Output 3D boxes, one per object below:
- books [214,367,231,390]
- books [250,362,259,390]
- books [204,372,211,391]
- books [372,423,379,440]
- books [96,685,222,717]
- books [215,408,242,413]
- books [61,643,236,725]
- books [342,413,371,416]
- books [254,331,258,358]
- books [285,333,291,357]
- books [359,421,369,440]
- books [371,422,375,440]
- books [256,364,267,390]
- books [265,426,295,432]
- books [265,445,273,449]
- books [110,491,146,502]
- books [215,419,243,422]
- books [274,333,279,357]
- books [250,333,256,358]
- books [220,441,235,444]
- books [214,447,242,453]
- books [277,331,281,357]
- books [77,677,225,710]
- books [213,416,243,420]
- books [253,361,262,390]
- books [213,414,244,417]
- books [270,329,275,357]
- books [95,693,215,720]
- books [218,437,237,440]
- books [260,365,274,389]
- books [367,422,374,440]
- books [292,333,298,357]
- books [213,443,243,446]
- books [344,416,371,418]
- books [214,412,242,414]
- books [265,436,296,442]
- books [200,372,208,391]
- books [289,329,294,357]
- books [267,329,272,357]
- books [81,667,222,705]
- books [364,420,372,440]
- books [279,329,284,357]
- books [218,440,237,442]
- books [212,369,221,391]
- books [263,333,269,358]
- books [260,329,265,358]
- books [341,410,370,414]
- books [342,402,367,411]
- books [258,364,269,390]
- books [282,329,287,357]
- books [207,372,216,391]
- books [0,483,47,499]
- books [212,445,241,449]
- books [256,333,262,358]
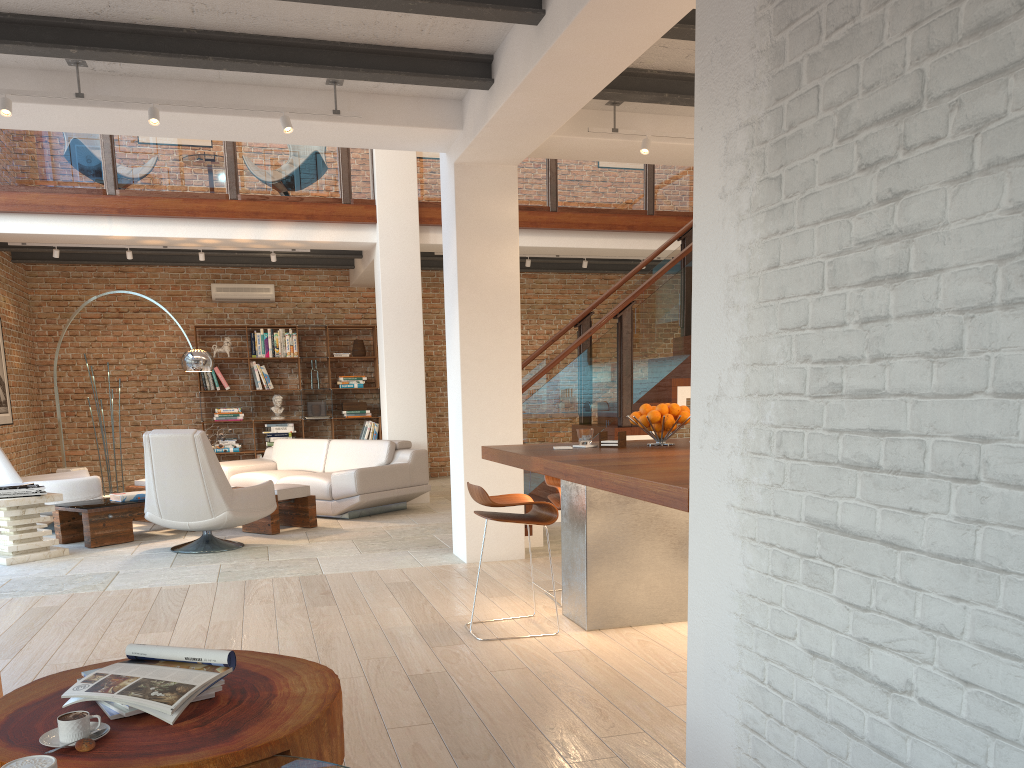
[{"bbox_3d":[-3.924,-0.072,11.799,0.194,0.325,0.250,-3,6,-16],"label":"books"},{"bbox_3d":[-3.515,-0.110,11.904,0.101,0.391,0.239,-4,7,-16],"label":"books"},{"bbox_3d":[-4.113,-0.102,11.729,0.091,0.392,0.239,-4,7,-16],"label":"books"},{"bbox_3d":[-1.965,0.725,12.463,0.116,0.340,0.250,-4,6,-16],"label":"books"},{"bbox_3d":[-0.956,0.796,2.286,0.317,0.011,0.250,-2,-1,43],"label":"books"},{"bbox_3d":[-3.855,0.360,11.869,0.326,0.056,0.251,-1,0,-14],"label":"books"},{"bbox_3d":[-0.924,0.760,2.235,0.322,0.111,0.269,-1,1,17],"label":"books"},{"bbox_3d":[-2.209,0.433,12.368,0.378,0.037,0.241,-1,0,-21],"label":"books"},{"bbox_3d":[-3.474,-0.531,11.842,0.020,0.366,0.267,-4,7,-16],"label":"books"},{"bbox_3d":[-3.072,-0.525,11.943,0.055,0.336,0.250,-4,6,-16],"label":"books"},{"bbox_3d":[-2.124,0.710,12.434,0.163,0.380,0.239,-4,7,-16],"label":"books"},{"bbox_3d":[-2.012,0.718,12.463,0.097,0.361,0.267,-4,6,-16],"label":"books"},{"bbox_3d":[-3.423,-0.095,11.919,0.124,0.355,0.267,-4,6,-16],"label":"books"},{"bbox_3d":[-3.224,0.620,12.096,0.378,0.066,0.241,-1,0,-22],"label":"books"},{"bbox_3d":[-3.220,0.884,12.118,0.378,0.066,0.241,-1,0,-22],"label":"books"},{"bbox_3d":[-3.408,1.010,7.847,0.253,0.057,0.323,-1,0,44],"label":"books"},{"bbox_3d":[-3.859,0.493,11.885,0.355,0.021,0.268,-1,-1,-16],"label":"books"},{"bbox_3d":[-3.214,-0.522,11.893,0.055,0.336,0.250,-4,6,-16],"label":"books"},{"bbox_3d":[-3.512,-0.516,11.835,0.055,0.336,0.250,-4,6,-16],"label":"books"},{"bbox_3d":[-3.896,0.800,11.944,0.205,0.034,0.131,-1,0,-16],"label":"books"},{"bbox_3d":[-3.881,0.900,11.942,0.326,0.056,0.251,-1,0,-6],"label":"books"},{"bbox_3d":[-3.182,-0.537,11.915,0.020,0.366,0.267,-4,7,-16],"label":"books"},{"bbox_3d":[-0.955,0.786,2.303,0.317,0.011,0.250,-2,-1,43],"label":"books"},{"bbox_3d":[-3.867,0.464,11.872,0.378,0.037,0.241,-1,0,-21],"label":"books"},{"bbox_3d":[-3.472,-0.111,11.892,0.103,0.391,0.239,-4,7,-16],"label":"books"},{"bbox_3d":[-3.855,0.427,11.862,0.378,0.037,0.241,-1,0,-22],"label":"books"},{"bbox_3d":[-3.264,-0.549,11.890,0.036,0.391,0.239,-4,7,-16],"label":"books"},{"bbox_3d":[-0.963,0.807,2.302,0.251,0.011,0.316,-1,-1,-37],"label":"books"},{"bbox_3d":[-3.890,0.747,11.923,0.251,0.017,0.160,-1,-1,-16],"label":"books"},{"bbox_3d":[-3.355,-0.087,11.934,0.158,0.336,0.250,-4,6,-16],"label":"books"},{"bbox_3d":[-2.030,0.715,12.448,0.097,0.361,0.267,-4,6,-16],"label":"books"},{"bbox_3d":[-2.985,-0.526,11.990,0.055,0.336,0.250,-4,6,-16],"label":"books"},{"bbox_3d":[-3.887,0.826,11.927,0.378,0.018,0.241,-1,-1,-23],"label":"books"},{"bbox_3d":[-2.191,0.462,12.363,0.355,0.021,0.269,-1,-1,-18],"label":"books"},{"bbox_3d":[-3.863,0.398,11.875,0.355,0.021,0.269,-1,-1,-18],"label":"books"},{"bbox_3d":[-3.213,0.763,12.103,0.377,0.066,0.242,-1,0,-29],"label":"books"},{"bbox_3d":[-4.146,-0.101,11.712,0.091,0.392,0.239,-4,7,-16],"label":"books"},{"bbox_3d":[-3.028,-0.553,11.957,0.036,0.391,0.239,-4,7,-16],"label":"books"},{"bbox_3d":[-3.297,-0.548,11.871,0.036,0.391,0.239,-4,7,-16],"label":"books"},{"bbox_3d":[-0.957,0.775,2.309,0.250,0.011,0.316,-1,-1,-42],"label":"books"},{"bbox_3d":[-2.078,0.708,12.423,0.161,0.380,0.239,-4,7,-16],"label":"books"},{"bbox_3d":[-3.158,-0.551,11.934,0.036,0.391,0.239,-4,7,-16],"label":"books"},{"bbox_3d":[-3.904,0.774,11.945,0.235,0.019,0.169,-1,-1,-23],"label":"books"},{"bbox_3d":[-4.006,-0.102,11.747,0.121,0.389,0.239,-4,7,-16],"label":"books"},{"bbox_3d":[-3.347,-0.520,11.882,0.055,0.336,0.250,-4,6,-16],"label":"books"},{"bbox_3d":[-3.389,-0.547,11.850,0.036,0.391,0.239,-4,7,-16],"label":"books"},{"bbox_3d":[-2.214,0.396,12.325,0.379,0.037,0.241,-1,0,-17],"label":"books"},{"bbox_3d":[-2.228,0.318,12.317,0.334,0.121,0.210,-1,2,-16],"label":"books"},{"bbox_3d":[-3.405,-0.095,11.933,0.124,0.355,0.267,-4,6,-16],"label":"books"},{"bbox_3d":[-3.119,-0.552,11.931,0.036,0.391,0.239,-4,7,-16],"label":"books"},{"bbox_3d":[-4.068,-0.077,11.766,0.102,0.340,0.250,-4,6,-16],"label":"books"},{"bbox_3d":[-3.942,0.841,6.933,0.387,0.081,0.563,-1,0,-32],"label":"books"},{"bbox_3d":[-3.905,0.854,11.937,0.379,0.037,0.241,-1,0,-16],"label":"books"},{"bbox_3d":[-3.432,-0.518,11.839,0.055,0.336,0.250,-4,6,-16],"label":"books"}]
